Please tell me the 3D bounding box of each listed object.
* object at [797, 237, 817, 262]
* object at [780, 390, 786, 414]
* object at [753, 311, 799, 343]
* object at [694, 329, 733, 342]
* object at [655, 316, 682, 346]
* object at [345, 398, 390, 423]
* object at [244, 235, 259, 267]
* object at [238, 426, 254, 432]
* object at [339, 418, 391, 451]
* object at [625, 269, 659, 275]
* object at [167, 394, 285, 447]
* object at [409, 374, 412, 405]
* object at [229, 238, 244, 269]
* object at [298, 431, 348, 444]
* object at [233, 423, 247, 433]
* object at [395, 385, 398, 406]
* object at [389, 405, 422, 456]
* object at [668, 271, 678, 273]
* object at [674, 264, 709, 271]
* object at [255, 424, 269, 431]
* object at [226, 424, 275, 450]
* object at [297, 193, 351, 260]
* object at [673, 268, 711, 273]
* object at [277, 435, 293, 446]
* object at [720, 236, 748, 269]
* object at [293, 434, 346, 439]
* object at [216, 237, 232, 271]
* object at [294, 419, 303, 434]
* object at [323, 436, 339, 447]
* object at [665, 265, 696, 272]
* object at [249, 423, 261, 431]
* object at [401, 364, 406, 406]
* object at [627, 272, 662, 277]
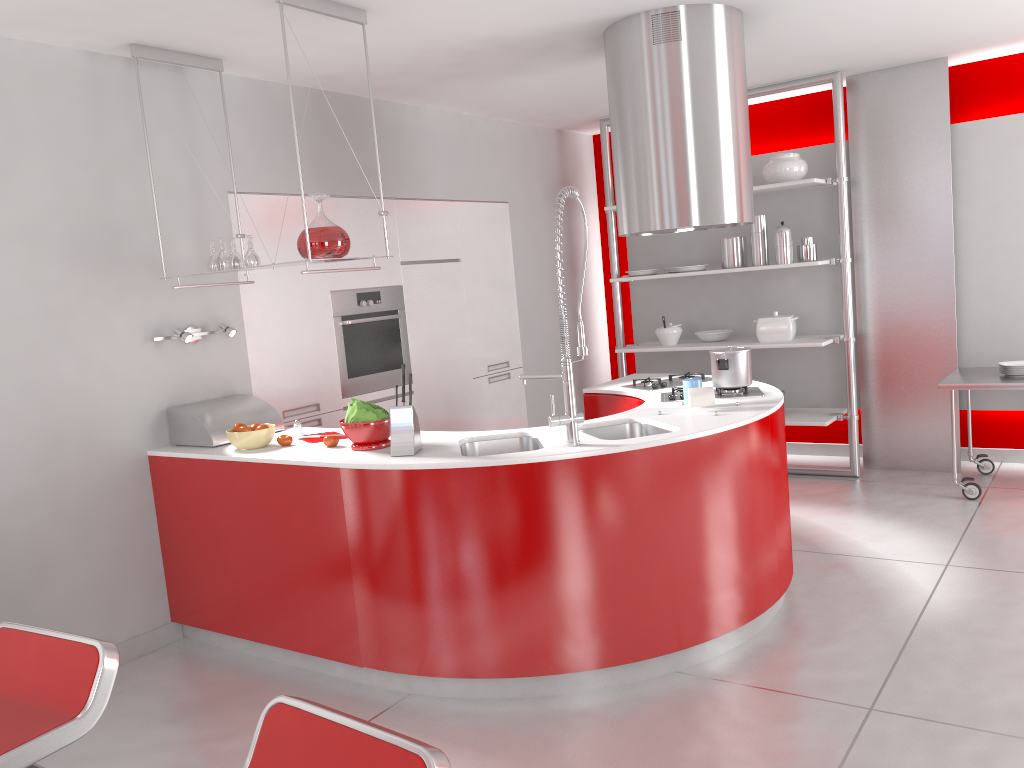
[{"bbox_3d":[1.946,-0.886,5.850,0.127,0.157,0.127,2,9,45],"label":"object"},{"bbox_3d":[1.748,0.134,6.077,0.240,0.161,0.259,-3,7,18],"label":"object"},{"bbox_3d":[1.786,-0.391,5.992,0.282,0.197,0.235,-2,7,25],"label":"object"},{"bbox_3d":[1.446,-0.340,6.348,0.272,0.072,0.272,-5,7,-1],"label":"object"},{"bbox_3d":[1.127,-0.387,6.380,0.192,0.214,0.192,-3,7,21],"label":"object"},{"bbox_3d":[-0.559,0.139,3.503,0.198,0.182,0.193,0,9,40],"label":"object"},{"bbox_3d":[-1.100,-0.553,3.731,0.060,0.141,0.060,-1,8,35],"label":"object"},{"bbox_3d":[-1.126,0.202,3.760,0.065,0.052,0.062,-3,7,20],"label":"object"},{"bbox_3d":[-0.563,0.192,3.515,0.229,0.118,0.228,-4,7,6],"label":"object"},{"bbox_3d":[0.939,-0.797,6.381,0.244,0.042,0.244,-3,7,19],"label":"object"},{"bbox_3d":[-1.315,0.161,4.095,0.300,0.170,0.400,-1,8,35],"label":"object"},{"bbox_3d":[-0.379,0.103,3.327,0.012,0.279,0.130,-4,7,6],"label":"object"},{"bbox_3d":[-1.182,-0.552,3.787,0.060,0.141,0.060,-1,8,35],"label":"object"},{"bbox_3d":[-0.826,0.232,3.866,0.168,0.006,0.266,-9,8,-28],"label":"object"},{"bbox_3d":[-1.164,0.196,3.807,0.055,0.058,0.066,-3,7,20],"label":"object"},{"bbox_3d":[-0.432,0.105,3.335,0.009,0.197,0.091,-4,7,6],"label":"object"},{"bbox_3d":[-0.404,0.168,3.320,0.091,0.178,0.137,-4,7,8],"label":"object"},{"bbox_3d":[1.238,-0.817,6.443,0.280,0.015,0.280,-7,7,-18],"label":"object"},{"bbox_3d":[1.244,-0.798,6.152,0.244,0.042,0.244,-3,7,19],"label":"object"},{"bbox_3d":[-1.062,0.196,3.765,0.066,0.049,0.062,1,9,43],"label":"object"},{"bbox_3d":[-1.106,0.230,3.772,0.201,0.086,0.201,0,8,36],"label":"object"},{"bbox_3d":[-0.763,-0.627,3.561,0.213,0.266,0.213,-9,7,-27],"label":"object"},{"bbox_3d":[1.245,-0.784,6.154,0.280,0.015,0.280,-8,7,-25],"label":"object"},{"bbox_3d":[-0.958,0.239,3.743,0.065,0.047,0.063,-1,8,34],"label":"object"},{"bbox_3d":[1.505,-0.893,6.038,0.184,0.205,0.172,0,9,40],"label":"object"},{"bbox_3d":[-0.773,0.223,3.848,0.375,0.008,0.041,-4,7,12],"label":"object"},{"bbox_3d":[-1.208,-0.541,3.706,0.060,0.141,0.060,-4,7,12],"label":"object"},{"bbox_3d":[-0.978,0.194,4.049,0.042,0.066,0.043,-11,9,-41],"label":"object"},{"bbox_3d":[-0.737,0.232,3.613,0.064,0.048,0.063,-4,7,13],"label":"object"},{"bbox_3d":[1.237,-0.831,6.441,0.244,0.042,0.244,-2,7,27],"label":"object"},{"bbox_3d":[-1.103,0.194,3.817,0.066,0.049,0.062,-1,8,32],"label":"object"},{"bbox_3d":[-0.406,0.089,3.338,0.014,0.322,0.150,-4,7,6],"label":"object"},{"bbox_3d":[0.940,-0.783,6.383,0.280,0.015,0.280,-7,7,-18],"label":"object"}]
